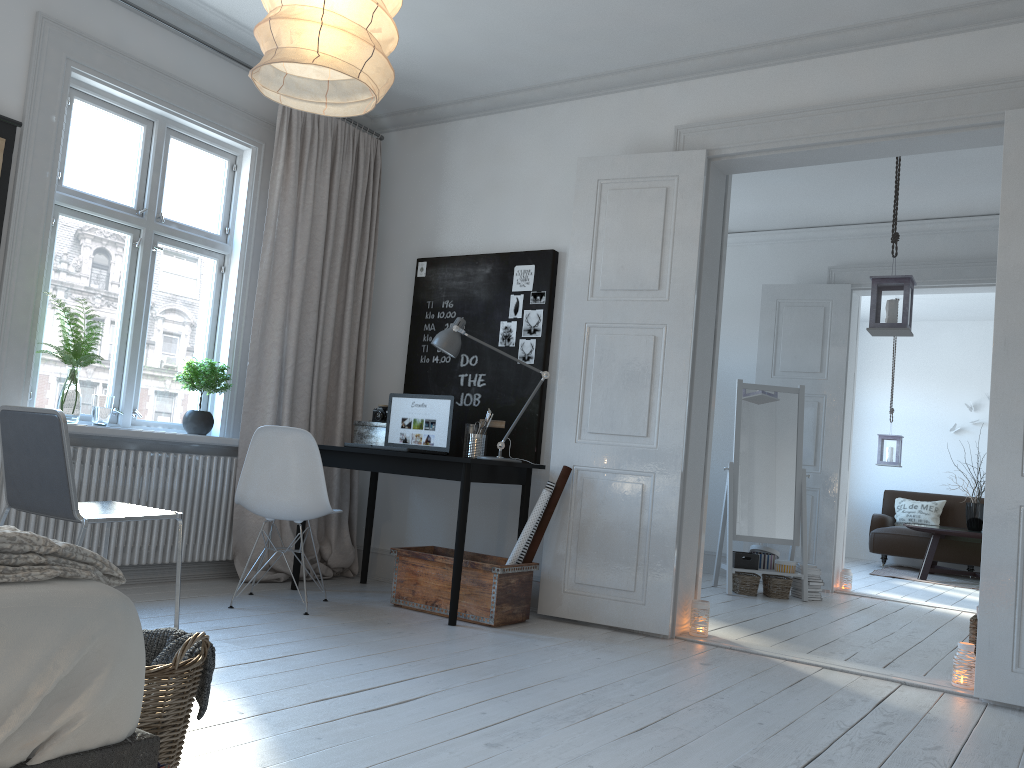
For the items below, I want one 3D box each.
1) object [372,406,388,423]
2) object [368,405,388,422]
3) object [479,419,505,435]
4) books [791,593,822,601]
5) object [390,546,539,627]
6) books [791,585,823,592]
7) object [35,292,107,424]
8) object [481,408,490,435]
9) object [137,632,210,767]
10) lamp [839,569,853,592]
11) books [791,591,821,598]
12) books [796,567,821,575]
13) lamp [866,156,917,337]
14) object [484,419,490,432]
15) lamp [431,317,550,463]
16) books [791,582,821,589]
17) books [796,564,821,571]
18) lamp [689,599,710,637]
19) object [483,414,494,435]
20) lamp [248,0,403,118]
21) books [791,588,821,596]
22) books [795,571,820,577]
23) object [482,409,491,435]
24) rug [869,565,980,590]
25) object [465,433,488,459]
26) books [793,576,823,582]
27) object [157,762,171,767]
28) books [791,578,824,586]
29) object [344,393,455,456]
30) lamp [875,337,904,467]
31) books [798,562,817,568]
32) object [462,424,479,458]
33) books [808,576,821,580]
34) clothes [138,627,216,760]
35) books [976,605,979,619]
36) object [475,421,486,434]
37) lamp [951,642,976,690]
[{"bbox_3d":[-0.722,0.166,4.862,0.137,0.087,0.073,2,-5,34],"label":"object"},{"bbox_3d":[-0.765,0.177,4.970,0.056,0.130,0.167,3,-5,32],"label":"object"},{"bbox_3d":[-0.114,0.291,4.637,0.138,0.208,0.034,4,-4,14],"label":"object"},{"bbox_3d":[2.054,1.485,6.185,0.128,0.016,0.179,7,-5,-18],"label":"books"},{"bbox_3d":[-0.247,0.981,4.342,0.664,0.282,0.340,2,-6,34],"label":"object"},{"bbox_3d":[2.053,1.422,6.187,0.132,0.017,0.187,7,-5,-19],"label":"books"},{"bbox_3d":[-2.005,-0.105,4.022,0.305,0.564,0.414,7,-5,-22],"label":"object"},{"bbox_3d":[-0.153,0.256,4.620,0.060,0.267,0.008,9,-5,-39],"label":"object"},{"bbox_3d":[-0.820,0.679,1.862,0.319,0.350,0.319,7,-5,-24],"label":"object"},{"bbox_3d":[2.552,1.498,6.773,0.089,0.166,0.089,3,-5,33],"label":"lamp"},{"bbox_3d":[2.051,1.467,6.187,0.128,0.016,0.177,7,-5,-15],"label":"books"},{"bbox_3d":[2.067,1.304,6.187,0.128,0.026,0.200,5,-5,5],"label":"books"},{"bbox_3d":[2.290,-1.170,5.246,0.228,1.760,0.229,3,-5,31],"label":"lamp"},{"bbox_3d":[-0.154,0.280,4.607,0.083,0.221,0.009,7,-4,-27],"label":"object"},{"bbox_3d":[-0.124,0.031,4.532,0.616,0.715,0.230,5,-4,5],"label":"lamp"},{"bbox_3d":[2.050,1.402,6.197,0.128,0.022,0.167,7,-5,-22],"label":"books"},{"bbox_3d":[2.066,1.283,6.195,0.132,0.017,0.187,5,-5,7],"label":"books"},{"bbox_3d":[0.901,1.126,4.258,0.089,0.166,0.089,3,-5,26],"label":"lamp"},{"bbox_3d":[-0.147,0.270,4.596,0.084,0.239,0.009,4,-4,11],"label":"object"},{"bbox_3d":[-0.400,-1.300,2.159,0.341,1.229,0.339,7,-4,-25],"label":"lamp"},{"bbox_3d":[2.051,1.451,6.186,0.128,0.016,0.181,6,-5,-11],"label":"books"},{"bbox_3d":[2.062,1.326,6.195,0.128,0.016,0.181,5,-5,5],"label":"books"},{"bbox_3d":[-0.149,0.259,4.618,0.062,0.263,0.012,6,-4,-14],"label":"object"},{"bbox_3d":[4.471,1.899,8.581,1.709,0.055,1.458,2,-6,34],"label":"rug"},{"bbox_3d":[-0.186,0.326,4.615,0.108,0.128,0.108,9,-6,-41],"label":"object"},{"bbox_3d":[2.065,1.360,6.194,0.128,0.016,0.179,6,-5,-13],"label":"books"},{"bbox_3d":[-0.674,0.799,1.756,0.083,0.122,0.223,2,-6,33],"label":"object"},{"bbox_3d":[2.059,1.379,6.185,0.128,0.022,0.193,7,-5,-24],"label":"books"},{"bbox_3d":[-0.580,0.193,4.562,0.445,0.315,0.326,2,-5,34],"label":"object"},{"bbox_3d":[3.955,-0.029,9.181,0.228,1.760,0.229,3,-5,31],"label":"lamp"},{"bbox_3d":[2.067,1.269,6.211,0.111,0.014,0.157,4,-5,13],"label":"books"},{"bbox_3d":[-0.219,0.308,4.726,0.079,0.188,0.079,4,-4,13],"label":"object"},{"bbox_3d":[2.062,1.342,6.196,0.128,0.016,0.177,5,-5,0],"label":"books"},{"bbox_3d":[-0.787,0.682,1.910,0.245,0.269,0.298,2,-5,35],"label":"clothes"},{"bbox_3d":[2.148,1.136,3.884,0.201,0.299,0.180,2,-5,34],"label":"books"},{"bbox_3d":[-0.185,0.288,4.632,0.050,0.198,0.081,8,-5,-31],"label":"object"},{"bbox_3d":[1.857,1.154,3.633,0.093,0.179,0.093,4,-4,17],"label":"lamp"}]
